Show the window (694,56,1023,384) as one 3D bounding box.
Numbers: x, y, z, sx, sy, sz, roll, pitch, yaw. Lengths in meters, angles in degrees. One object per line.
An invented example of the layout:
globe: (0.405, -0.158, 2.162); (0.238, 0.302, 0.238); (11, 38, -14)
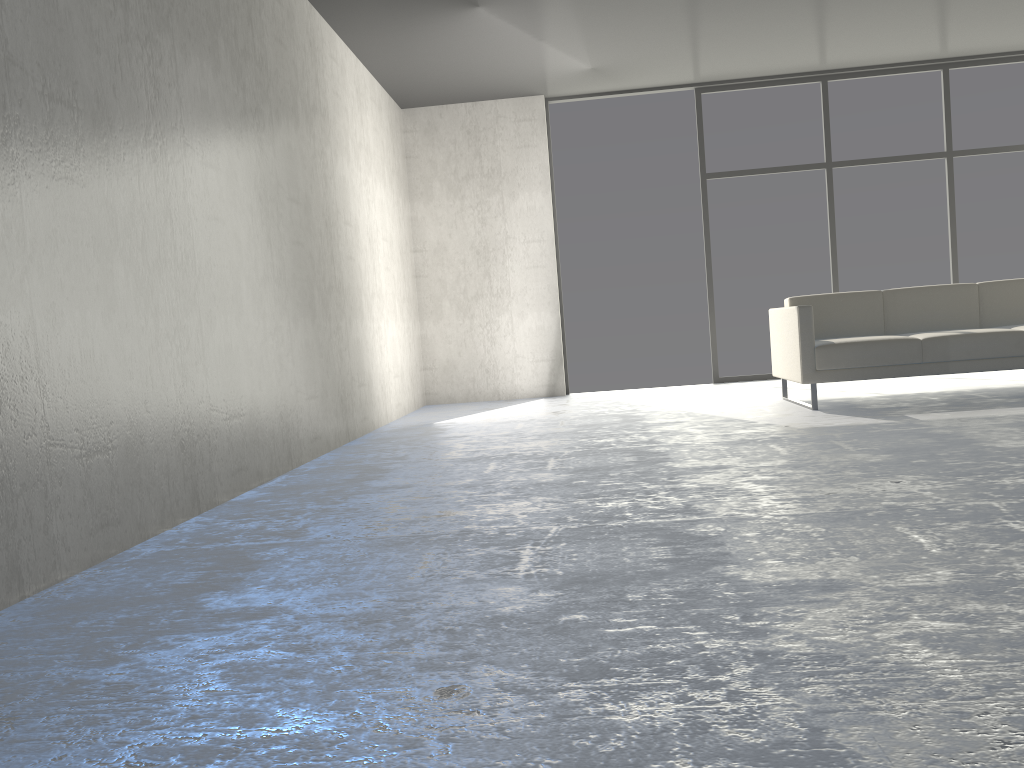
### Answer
window: (3.643, -1.377, 7.285); (4.080, 2.477, 0.037); (-4, 3, 5)

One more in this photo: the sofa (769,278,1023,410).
sofa: (2.580, -0.266, 5.269); (1.881, 0.658, 0.821); (-4, 3, 5)
